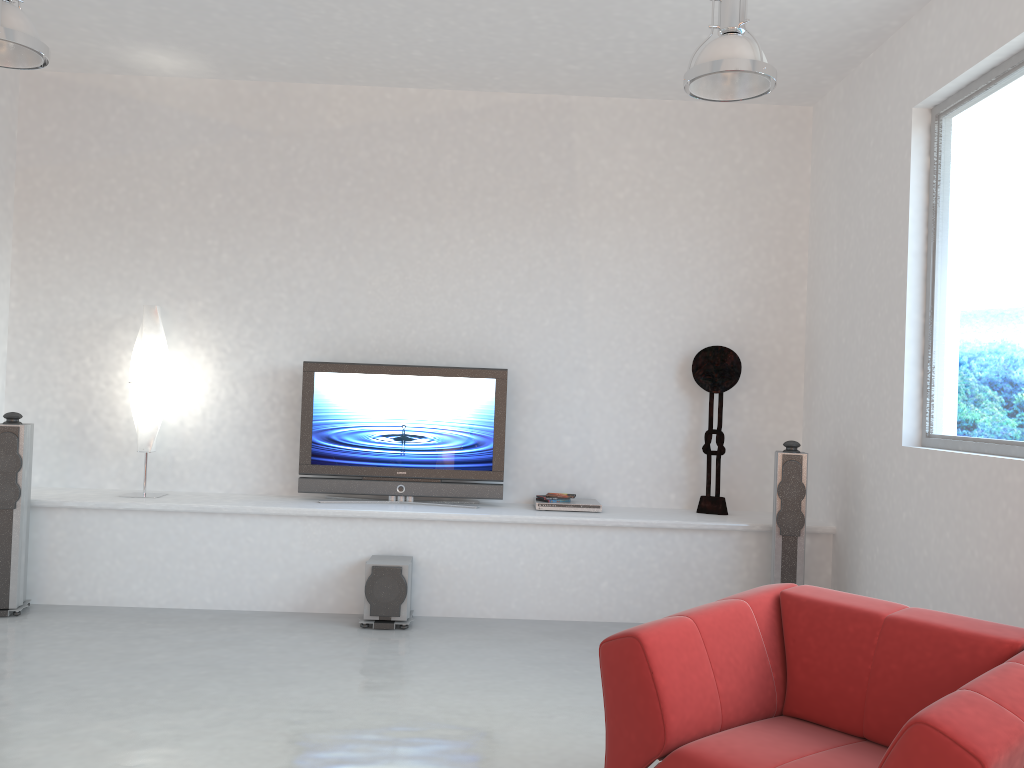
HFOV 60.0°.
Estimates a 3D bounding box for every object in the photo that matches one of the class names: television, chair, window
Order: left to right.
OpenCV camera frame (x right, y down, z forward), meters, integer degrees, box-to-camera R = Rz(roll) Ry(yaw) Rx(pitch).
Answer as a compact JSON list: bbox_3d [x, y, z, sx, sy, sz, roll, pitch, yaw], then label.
[{"bbox_3d":[-0.723,0.333,5.917,1.356,0.919,0.343,2,-1,-1],"label":"television"},{"bbox_3d":[0.970,1.087,2.646,0.951,0.738,1.288,3,-1,-41],"label":"chair"},{"bbox_3d":[2.279,-0.583,3.514,0.100,1.800,2.400,2,-1,-1],"label":"window"}]

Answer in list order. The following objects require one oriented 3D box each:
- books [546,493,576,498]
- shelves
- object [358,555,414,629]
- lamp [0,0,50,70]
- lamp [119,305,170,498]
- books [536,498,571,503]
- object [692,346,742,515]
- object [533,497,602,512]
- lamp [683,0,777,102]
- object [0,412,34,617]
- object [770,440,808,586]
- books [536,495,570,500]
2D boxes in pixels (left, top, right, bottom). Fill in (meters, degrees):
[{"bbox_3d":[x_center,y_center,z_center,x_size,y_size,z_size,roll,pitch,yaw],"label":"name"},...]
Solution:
[{"bbox_3d":[0.326,0.743,5.907,0.190,0.015,0.135,2,-1,9],"label":"books"},{"bbox_3d":[-0.733,0.815,5.793,5.500,0.050,0.650,2,-1,-1],"label":"shelves"},{"bbox_3d":[-0.743,1.246,5.325,0.336,0.374,0.337,2,-1,-1],"label":"object"},{"bbox_3d":[-2.085,-1.751,3.627,0.379,0.800,0.379,2,-1,-5],"label":"lamp"},{"bbox_3d":[-2.375,0.109,5.796,0.263,1.239,0.263,2,-1,-10],"label":"lamp"},{"bbox_3d":[0.275,0.771,5.907,0.190,0.015,0.135,3,-1,-36],"label":"books"},{"bbox_3d":[1.366,0.307,5.971,0.331,1.130,0.108,2,-1,23],"label":"object"},{"bbox_3d":[0.367,0.804,5.936,0.430,0.045,0.352,2,-1,-1],"label":"object"},{"bbox_3d":[0.921,-1.637,3.701,0.379,0.800,0.379,1,-1,38],"label":"lamp"},{"bbox_3d":[-2.973,0.756,5.249,0.255,1.184,0.273,2,-1,-16],"label":"object"},{"bbox_3d":[1.670,0.932,5.359,0.255,1.184,0.273,2,-1,14],"label":"object"},{"bbox_3d":[0.275,0.756,5.911,0.190,0.015,0.135,2,-1,-21],"label":"books"}]
